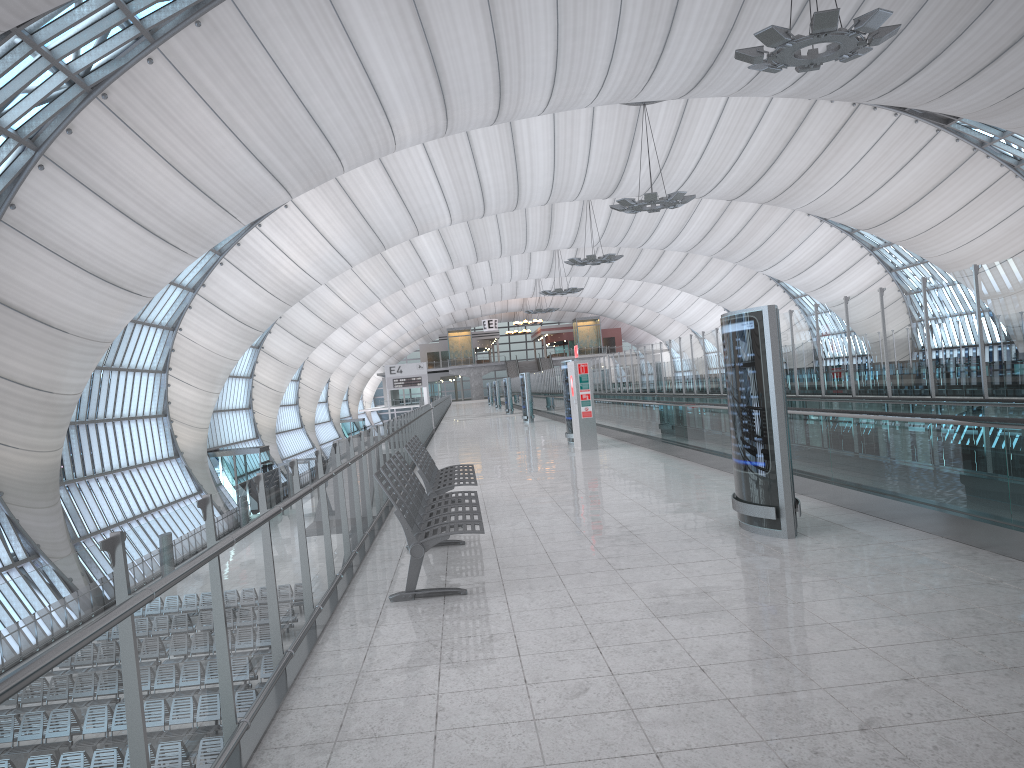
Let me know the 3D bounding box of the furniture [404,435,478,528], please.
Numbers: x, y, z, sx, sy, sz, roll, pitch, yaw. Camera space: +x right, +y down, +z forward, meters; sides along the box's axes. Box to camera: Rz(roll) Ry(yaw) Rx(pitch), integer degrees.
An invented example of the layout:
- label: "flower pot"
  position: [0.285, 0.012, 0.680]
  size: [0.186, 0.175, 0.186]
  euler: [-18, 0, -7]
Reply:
- label: "furniture"
  position: [-0.777, 1.059, 10.175]
  size: [0.713, 0.902, 2.520]
  euler: [-5, 0, -3]

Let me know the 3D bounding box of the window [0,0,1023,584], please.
- label: "window"
  position: [4.784, -3.647, 78.442]
  size: [50.537, 20.004, 167.818]
  euler: [-5, 0, -3]

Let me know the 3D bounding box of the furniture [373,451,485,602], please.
- label: "furniture"
  position: [-0.612, 1.036, 7.158]
  size: [0.713, 0.902, 2.520]
  euler: [-5, 0, -3]
